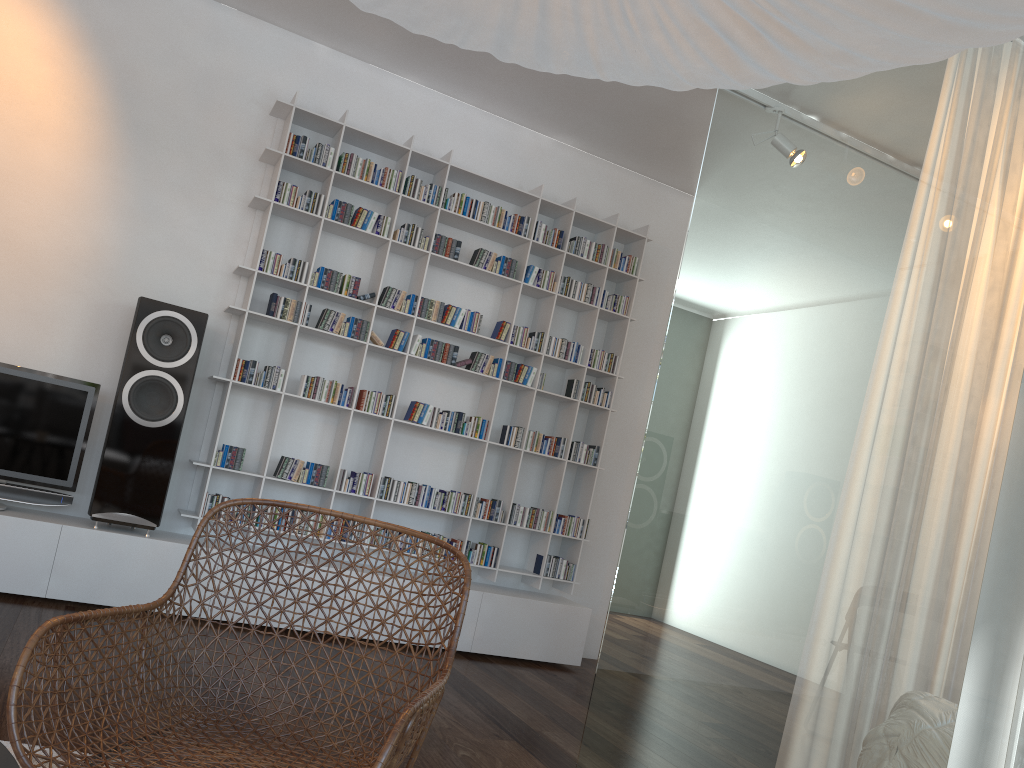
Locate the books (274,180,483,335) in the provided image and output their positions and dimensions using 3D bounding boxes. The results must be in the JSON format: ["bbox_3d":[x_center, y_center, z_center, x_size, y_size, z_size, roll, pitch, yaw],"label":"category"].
[{"bbox_3d":[-0.637,-0.593,4.330,1.132,0.429,0.101,15,-4,-24],"label":"books"}]

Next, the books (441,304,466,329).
[{"bbox_3d":[-0.309,-0.338,4.489,0.119,0.107,0.089,14,-5,-24],"label":"books"}]

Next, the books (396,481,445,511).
[{"bbox_3d":[-0.472,0.559,4.466,0.236,0.112,0.114,15,-5,-24],"label":"books"}]

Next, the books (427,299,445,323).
[{"bbox_3d":[-0.395,-0.360,4.449,0.074,0.108,0.089,14,-5,-24],"label":"books"}]

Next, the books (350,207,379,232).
[{"bbox_3d":[-0.721,-0.786,4.281,0.119,0.107,0.089,14,-5,-24],"label":"books"}]

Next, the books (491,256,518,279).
[{"bbox_3d":[-0.049,-0.601,4.593,0.133,0.104,0.099,15,-5,-25],"label":"books"}]

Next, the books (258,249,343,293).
[{"bbox_3d":[-1.001,-0.523,4.170,0.386,0.104,0.101,15,-5,-24],"label":"books"}]

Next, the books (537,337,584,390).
[{"bbox_3d":[0.241,-0.093,4.752,0.232,0.299,0.114,14,-4,-24],"label":"books"}]

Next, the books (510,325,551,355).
[{"bbox_3d":[0.083,-0.232,4.672,0.234,0.112,0.101,15,-5,-24],"label":"books"}]

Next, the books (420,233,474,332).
[{"bbox_3d":[-0.339,-0.511,4.469,0.353,0.430,0.100,14,-3,-25],"label":"books"}]

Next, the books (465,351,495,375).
[{"bbox_3d":[-0.167,-0.104,4.565,0.119,0.107,0.089,14,-5,-24],"label":"books"}]

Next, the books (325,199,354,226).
[{"bbox_3d":[-0.835,-0.816,4.229,0.133,0.104,0.099,15,-5,-25],"label":"books"}]

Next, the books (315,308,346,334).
[{"bbox_3d":[-0.870,-0.297,4.239,0.119,0.107,0.089,14,-5,-24],"label":"books"}]

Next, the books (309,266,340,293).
[{"bbox_3d":[-0.900,-0.495,4.217,0.133,0.104,0.099,15,-5,-25],"label":"books"}]

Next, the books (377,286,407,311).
[{"bbox_3d":[-0.594,-0.415,4.357,0.119,0.107,0.089,14,-5,-24],"label":"books"}]

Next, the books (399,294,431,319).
[{"bbox_3d":[-0.489,-0.384,4.407,0.140,0.104,0.099,15,-5,-25],"label":"books"}]

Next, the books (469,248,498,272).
[{"bbox_3d":[-0.151,-0.630,4.544,0.119,0.107,0.089,14,-5,-24],"label":"books"}]

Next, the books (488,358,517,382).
[{"bbox_3d":[-0.059,-0.073,4.616,0.145,0.104,0.099,15,-5,-25],"label":"books"}]

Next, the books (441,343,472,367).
[{"bbox_3d":[-0.285,-0.134,4.510,0.165,0.106,0.089,15,-5,-24],"label":"books"}]

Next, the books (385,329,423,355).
[{"bbox_3d":[-0.539,-0.205,4.393,0.159,0.110,0.089,15,-5,-24],"label":"books"}]

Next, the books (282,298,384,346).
[{"bbox_3d":[-0.851,-0.288,4.249,0.507,0.105,0.089,15,-5,-24],"label":"books"}]

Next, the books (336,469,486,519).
[{"bbox_3d":[-0.498,0.552,4.454,0.770,0.112,0.114,15,-5,-24],"label":"books"}]

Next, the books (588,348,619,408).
[{"bbox_3d":[0.460,-0.033,4.853,0.184,0.298,0.114,14,-3,-24],"label":"books"}]

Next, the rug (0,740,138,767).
[{"bbox_3d":[-0.850,0.782,0.766,2.823,0.012,2.867,5,-10,46],"label":"rug"}]

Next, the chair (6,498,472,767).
[{"bbox_3d":[-0.503,0.613,1.807,0.716,0.706,0.690,11,-5,9],"label":"chair"}]

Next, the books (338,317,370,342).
[{"bbox_3d":[-0.770,-0.265,4.287,0.133,0.104,0.099,15,-5,-25],"label":"books"}]

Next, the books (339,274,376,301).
[{"bbox_3d":[-0.744,-0.453,4.288,0.165,0.106,0.089,15,-5,-24],"label":"books"}]

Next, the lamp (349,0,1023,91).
[{"bbox_3d":[0.063,-0.599,0.782,1.466,0.209,1.482,11,-7,13],"label":"lamp"}]

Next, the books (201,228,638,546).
[{"bbox_3d":[-0.369,-0.049,4.481,1.965,1.813,0.114,14,-3,-24],"label":"books"}]

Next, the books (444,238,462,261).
[{"bbox_3d":[-0.310,-0.672,4.471,0.074,0.104,0.089,14,-5,-24],"label":"books"}]

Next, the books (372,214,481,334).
[{"bbox_3d":[-0.425,-0.540,4.429,0.625,0.436,0.101,15,-3,-25],"label":"books"}]

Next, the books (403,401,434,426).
[{"bbox_3d":[-0.467,0.148,4.443,0.119,0.107,0.089,14,-5,-24],"label":"books"}]

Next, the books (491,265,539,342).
[{"bbox_3d":[0.014,-0.418,4.630,0.157,0.430,0.089,14,-3,-24],"label":"books"}]

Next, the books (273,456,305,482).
[{"bbox_3d":[-1.056,0.402,4.192,0.119,0.107,0.089,14,-5,-24],"label":"books"}]

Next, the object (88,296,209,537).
[{"bbox_3d":[-1.610,0.151,3.906,0.297,0.998,0.280,13,-3,-24],"label":"object"}]

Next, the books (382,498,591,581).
[{"bbox_3d":[-0.126,0.775,4.633,1.141,0.348,0.114,15,-4,-24],"label":"books"}]

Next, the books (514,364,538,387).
[{"bbox_3d":[0.057,-0.044,4.669,0.119,0.107,0.089,14,-5,-24],"label":"books"}]

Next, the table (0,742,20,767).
[{"bbox_3d":[-0.877,0.523,0.635,0.852,0.470,0.846,14,-6,-21],"label":"table"}]

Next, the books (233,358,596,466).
[{"bbox_3d":[-0.424,0.161,4.467,1.937,0.114,0.114,15,-5,-24],"label":"books"}]

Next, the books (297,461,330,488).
[{"bbox_3d":[-0.954,0.431,4.241,0.133,0.104,0.099,15,-5,-25],"label":"books"}]

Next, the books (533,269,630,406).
[{"bbox_3d":[0.318,-0.240,4.779,0.572,0.624,0.114,14,-3,-24],"label":"books"}]

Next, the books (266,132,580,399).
[{"bbox_3d":[-0.357,-0.541,4.460,1.765,0.854,0.114,15,-3,-24],"label":"books"}]

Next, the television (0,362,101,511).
[{"bbox_3d":[-2.209,0.196,3.652,0.790,0.598,0.346,13,-4,-6],"label":"television"}]

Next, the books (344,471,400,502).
[{"bbox_3d":[-0.697,0.498,4.361,0.270,0.112,0.099,15,-5,-25],"label":"books"}]

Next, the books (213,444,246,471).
[{"bbox_3d":[-1.307,0.335,4.078,0.133,0.104,0.099,15,-5,-25],"label":"books"}]

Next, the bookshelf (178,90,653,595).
[{"bbox_3d":[-0.394,-0.106,4.520,2.099,2.066,0.226,14,-3,-24],"label":"bookshelf"}]

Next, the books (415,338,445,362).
[{"bbox_3d":[-0.419,-0.170,4.450,0.133,0.104,0.099,15,-5,-25],"label":"books"}]
